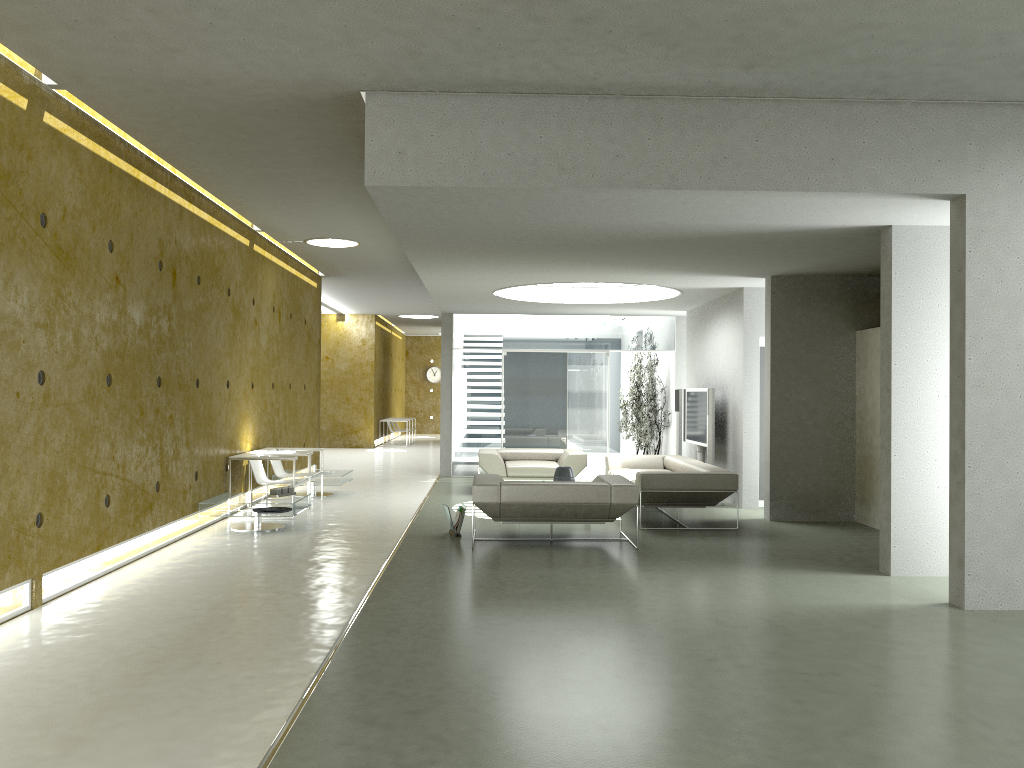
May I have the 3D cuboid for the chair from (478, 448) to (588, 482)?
[{"bbox_3d":[0.270,1.223,12.455,1.481,0.583,1.039,1,-1,-1],"label":"chair"}]

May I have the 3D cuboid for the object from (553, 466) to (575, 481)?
[{"bbox_3d":[0.619,1.141,10.529,0.265,0.309,0.265,1,-1,-18],"label":"object"}]

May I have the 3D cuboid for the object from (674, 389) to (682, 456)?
[{"bbox_3d":[2.521,0.809,13.418,0.310,1.469,0.310,0,-1,26],"label":"object"}]

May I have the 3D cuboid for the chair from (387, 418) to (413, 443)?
[{"bbox_3d":[-3.065,1.277,23.932,0.710,0.667,0.800,1,-1,-1],"label":"chair"}]

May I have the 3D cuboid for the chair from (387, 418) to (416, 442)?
[{"bbox_3d":[-3.086,1.286,24.788,0.710,0.667,0.800,1,-1,-1],"label":"chair"}]

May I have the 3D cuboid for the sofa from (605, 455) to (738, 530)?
[{"bbox_3d":[1.773,1.211,10.468,1.037,0.585,2.791,1,-1,-1],"label":"sofa"}]

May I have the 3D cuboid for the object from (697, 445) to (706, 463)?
[{"bbox_3d":[2.550,1.187,12.267,0.323,0.689,0.882,1,-1,-1],"label":"object"}]

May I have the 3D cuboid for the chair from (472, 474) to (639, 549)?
[{"bbox_3d":[0.373,1.179,8.358,1.481,0.583,1.039,1,-1,-1],"label":"chair"}]

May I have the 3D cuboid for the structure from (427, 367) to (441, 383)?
[{"bbox_3d":[-2.583,-0.303,29.690,0.547,0.539,0.016,1,-1,-1],"label":"structure"}]

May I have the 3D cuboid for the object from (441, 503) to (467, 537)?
[{"bbox_3d":[-0.567,1.321,8.635,0.216,0.288,0.329,1,-1,-11],"label":"object"}]

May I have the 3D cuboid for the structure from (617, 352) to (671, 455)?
[{"bbox_3d":[2.362,0.282,16.511,0.646,2.589,3.371,1,-1,-2],"label":"structure"}]

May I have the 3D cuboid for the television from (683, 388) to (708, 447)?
[{"bbox_3d":[2.611,0.453,12.277,0.127,0.781,1.603,1,-1,-1],"label":"television"}]

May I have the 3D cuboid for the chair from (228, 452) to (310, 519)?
[{"bbox_3d":[-2.714,1.128,9.966,0.710,0.667,0.800,1,-1,-1],"label":"chair"}]

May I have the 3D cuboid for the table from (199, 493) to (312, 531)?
[{"bbox_3d":[-2.569,1.302,8.975,0.900,0.300,0.900,1,-1,-1],"label":"table"}]

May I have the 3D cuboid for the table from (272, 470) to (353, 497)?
[{"bbox_3d":[-2.641,1.332,11.823,0.900,0.300,0.900,1,-1,-1],"label":"table"}]

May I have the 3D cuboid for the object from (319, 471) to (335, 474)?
[{"bbox_3d":[-2.452,1.168,11.699,0.197,0.029,0.189,1,-1,-1],"label":"object"}]

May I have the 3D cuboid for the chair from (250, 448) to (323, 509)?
[{"bbox_3d":[-2.735,1.137,10.822,0.710,0.667,0.800,1,-1,-1],"label":"chair"}]

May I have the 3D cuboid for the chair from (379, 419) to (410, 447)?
[{"bbox_3d":[-3.043,1.268,23.076,0.710,0.667,0.800,1,-1,-1],"label":"chair"}]

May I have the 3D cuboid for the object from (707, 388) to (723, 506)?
[{"bbox_3d":[2.511,0.784,11.179,0.310,1.469,0.310,1,-1,-24],"label":"object"}]

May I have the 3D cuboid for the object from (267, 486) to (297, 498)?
[{"bbox_3d":[-2.373,1.107,9.155,0.118,0.097,0.326,0,-1,24],"label":"object"}]

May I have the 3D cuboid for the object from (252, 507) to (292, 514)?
[{"bbox_3d":[-2.375,1.258,8.796,0.394,0.027,0.394,1,-1,-18],"label":"object"}]

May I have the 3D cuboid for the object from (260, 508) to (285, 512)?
[{"bbox_3d":[-2.375,1.255,8.796,0.239,0.027,0.239,0,-1,15],"label":"object"}]
